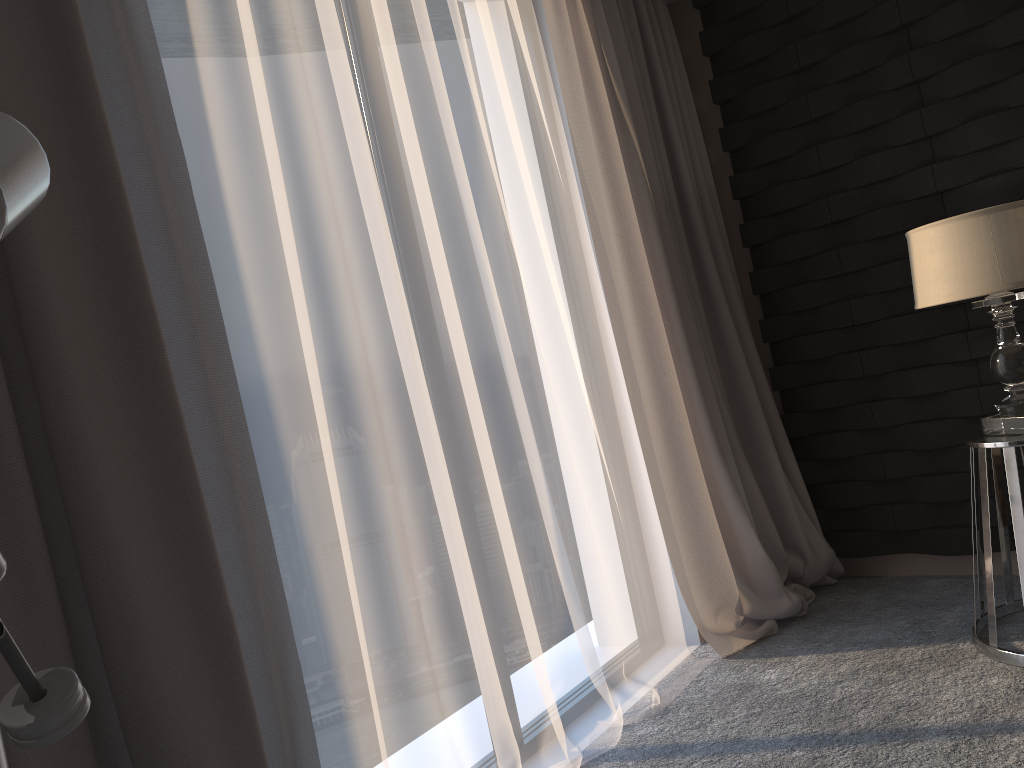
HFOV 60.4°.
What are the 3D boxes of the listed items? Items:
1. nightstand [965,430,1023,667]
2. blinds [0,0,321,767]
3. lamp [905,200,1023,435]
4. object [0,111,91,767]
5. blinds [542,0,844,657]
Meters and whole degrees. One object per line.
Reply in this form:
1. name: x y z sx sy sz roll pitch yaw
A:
1. nightstand: 1.561 0.424 2.540 0.579 0.603 0.522 -12 0 -34
2. blinds: -0.767 -0.135 1.077 0.340 2.641 1.105 -12 0 36
3. lamp: 1.427 -0.179 2.548 0.479 0.631 0.452 -12 0 -14
4. object: -0.367 0.403 0.572 0.566 1.406 0.649 -12 0 35
5. blinds: 0.676 -0.425 3.202 0.323 2.640 1.052 -12 0 35
